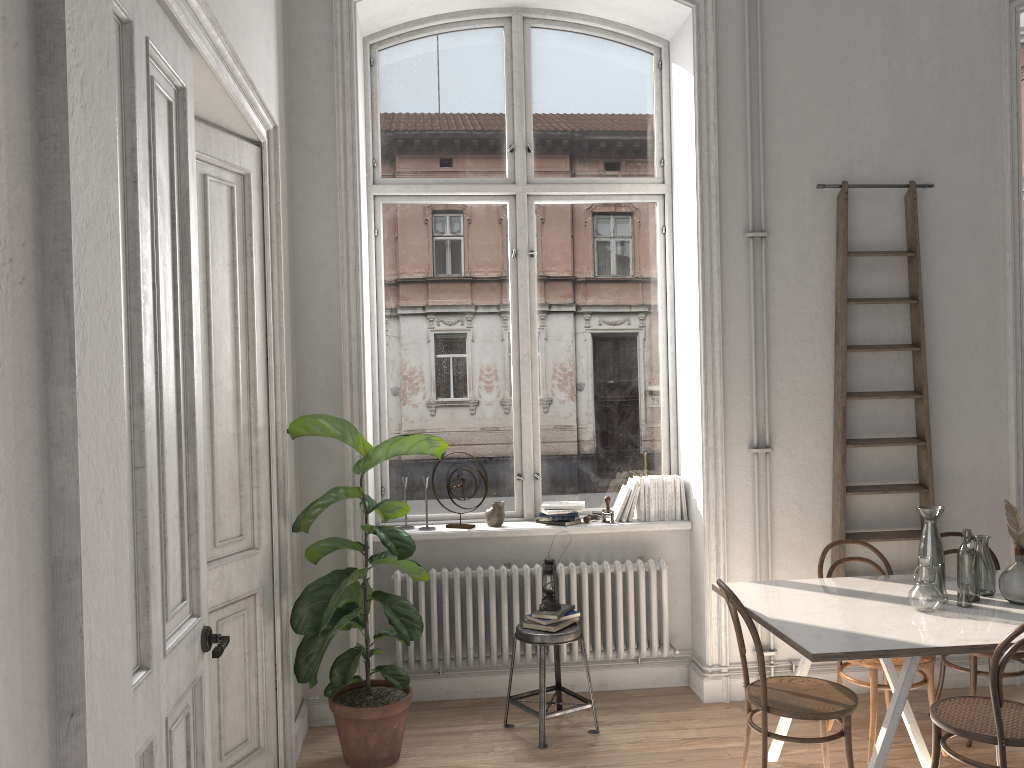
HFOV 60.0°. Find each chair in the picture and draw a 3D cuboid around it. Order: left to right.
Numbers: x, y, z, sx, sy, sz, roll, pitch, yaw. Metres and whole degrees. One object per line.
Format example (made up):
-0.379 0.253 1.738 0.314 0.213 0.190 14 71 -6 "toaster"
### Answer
0.192 1.478 4.468 0.364 0.523 0.360 -2 1 -32 "chair"
1.131 1.261 3.642 0.549 0.921 0.438 -1 1 3 "chair"
1.748 1.245 4.233 0.438 0.921 0.549 -1 1 -7 "chair"
2.311 1.231 4.366 0.438 0.921 0.549 -1 1 2 "chair"
1.830 1.246 3.297 0.438 0.921 0.549 -1 1 -10 "chair"

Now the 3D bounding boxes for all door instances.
-0.945 0.365 2.246 0.216 2.814 1.097 -1 1 -4 "door"
-1.222 0.368 3.387 0.216 2.814 1.097 -1 1 19 "door"

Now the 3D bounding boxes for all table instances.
2.101 1.307 3.758 2.200 0.780 1.100 -1 0 -5 "table"

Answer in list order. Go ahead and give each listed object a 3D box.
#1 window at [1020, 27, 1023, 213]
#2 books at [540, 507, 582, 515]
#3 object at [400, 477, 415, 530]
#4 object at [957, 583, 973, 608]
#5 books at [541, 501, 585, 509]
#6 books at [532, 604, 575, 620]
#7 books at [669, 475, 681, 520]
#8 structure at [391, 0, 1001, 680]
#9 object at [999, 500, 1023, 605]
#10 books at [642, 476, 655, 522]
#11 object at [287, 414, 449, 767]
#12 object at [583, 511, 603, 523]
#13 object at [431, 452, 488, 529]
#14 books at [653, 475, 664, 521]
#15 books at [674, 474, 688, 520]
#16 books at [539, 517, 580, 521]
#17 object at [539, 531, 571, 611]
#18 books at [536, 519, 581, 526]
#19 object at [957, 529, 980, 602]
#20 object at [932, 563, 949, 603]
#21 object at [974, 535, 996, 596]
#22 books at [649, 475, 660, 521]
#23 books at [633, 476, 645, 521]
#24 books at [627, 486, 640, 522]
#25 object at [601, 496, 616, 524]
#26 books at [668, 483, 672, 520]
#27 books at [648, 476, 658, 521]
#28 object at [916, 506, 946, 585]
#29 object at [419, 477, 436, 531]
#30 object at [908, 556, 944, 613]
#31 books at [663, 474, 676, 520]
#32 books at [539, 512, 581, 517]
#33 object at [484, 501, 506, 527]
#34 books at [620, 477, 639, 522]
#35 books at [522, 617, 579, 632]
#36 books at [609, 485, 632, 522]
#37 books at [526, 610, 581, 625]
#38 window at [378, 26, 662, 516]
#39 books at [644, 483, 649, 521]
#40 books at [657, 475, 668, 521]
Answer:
9.577 -5.263 9.072 14.385 15.937 26.396 -1 0 -5 "window"
0.277 0.716 5.042 0.205 0.020 0.155 -1 0 -15 "books"
-0.599 0.670 4.996 0.095 0.289 0.095 -1 1 26 "object"
1.878 0.875 3.681 0.058 0.094 0.058 -1 1 23 "object"
0.294 0.691 5.064 0.244 0.019 0.174 -1 0 5 "books"
0.211 1.154 4.504 0.147 0.027 0.221 -1 0 27 "books"
0.939 0.655 5.133 0.024 0.243 0.175 -1 1 -5 "books"
1.884 -0.538 4.966 5.181 4.474 0.340 -1 1 -5 "structure"
2.122 0.693 3.710 0.157 0.446 0.157 -1 1 13 "object"
0.785 0.659 5.108 0.024 0.243 0.175 -1 1 -5 "books"
1.864 0.780 4.161 5.827 1.842 0.792 -1 1 0 "object"
0.455 0.764 5.077 0.088 0.048 0.153 -1 0 34 "object"
-0.292 0.595 4.988 0.347 0.425 0.087 -1 1 27 "object"
0.845 0.657 5.144 0.024 0.243 0.175 -1 1 -5 "books"
0.970 0.654 5.134 0.040 0.244 0.174 -1 1 -5 "books"
0.273 0.759 5.055 0.205 0.022 0.155 -1 0 15 "books"
0.214 0.951 4.531 0.163 0.383 0.154 -2 1 -32 "object"
0.267 0.782 5.058 0.221 0.023 0.147 -1 0 43 "books"
1.945 0.769 3.782 0.086 0.301 0.086 -2 1 -20 "object"
1.808 0.845 3.769 0.083 0.158 0.083 -1 1 -10 "object"
2.051 0.790 3.865 0.098 0.255 0.100 -2 1 -29 "object"
0.824 0.657 5.138 0.019 0.244 0.174 -1 1 -5 "books"
0.734 0.660 5.134 0.024 0.243 0.175 -1 1 -5 "books"
0.690 0.681 5.109 0.072 0.203 0.155 -1 0 -5 "books"
0.544 0.710 5.029 0.048 0.153 0.088 -2 1 -35 "object"
0.891 0.675 5.128 0.020 0.205 0.155 -1 1 -5 "books"
0.806 0.658 5.119 0.019 0.244 0.174 -1 1 -5 "books"
1.836 0.731 3.884 0.116 0.383 0.116 -1 1 6 "object"
-0.477 0.668 4.950 0.095 0.289 0.095 -1 1 17 "object"
1.692 0.817 3.630 0.132 0.219 0.132 -2 1 -16 "object"
0.912 0.656 5.151 0.024 0.243 0.175 -1 1 -5 "books"
0.274 0.737 5.054 0.221 0.023 0.147 -1 0 10 "books"
-0.096 0.731 5.004 0.100 0.142 0.102 -2 1 -31 "object"
0.664 0.665 5.105 0.100 0.235 0.174 -1 1 -5 "books"
0.200 1.203 4.499 0.194 0.034 0.246 -1 0 35 "books"
0.625 0.685 5.106 0.105 0.194 0.155 -1 0 -6 "books"
0.210 1.177 4.503 0.232 0.029 0.163 -2 0 -35 "books"
0.063 -0.671 5.201 1.622 2.843 0.013 -1 1 -5 "window"
0.763 0.678 5.116 0.020 0.205 0.155 -1 1 -5 "books"
0.869 0.656 5.125 0.019 0.244 0.174 -1 1 -5 "books"
